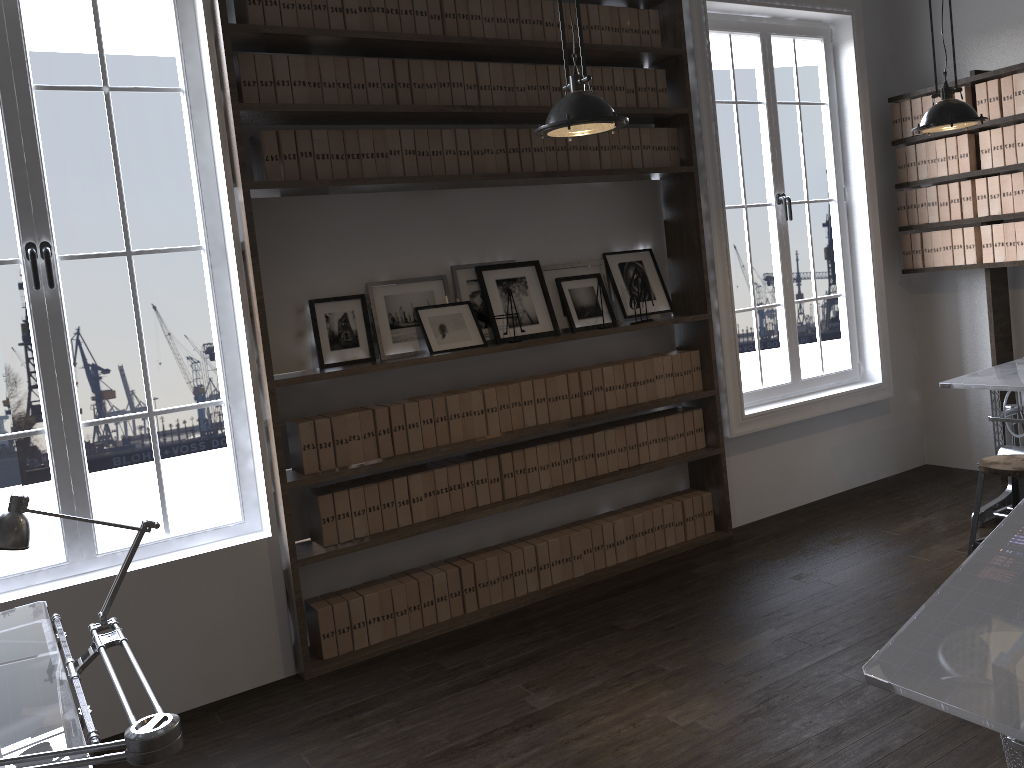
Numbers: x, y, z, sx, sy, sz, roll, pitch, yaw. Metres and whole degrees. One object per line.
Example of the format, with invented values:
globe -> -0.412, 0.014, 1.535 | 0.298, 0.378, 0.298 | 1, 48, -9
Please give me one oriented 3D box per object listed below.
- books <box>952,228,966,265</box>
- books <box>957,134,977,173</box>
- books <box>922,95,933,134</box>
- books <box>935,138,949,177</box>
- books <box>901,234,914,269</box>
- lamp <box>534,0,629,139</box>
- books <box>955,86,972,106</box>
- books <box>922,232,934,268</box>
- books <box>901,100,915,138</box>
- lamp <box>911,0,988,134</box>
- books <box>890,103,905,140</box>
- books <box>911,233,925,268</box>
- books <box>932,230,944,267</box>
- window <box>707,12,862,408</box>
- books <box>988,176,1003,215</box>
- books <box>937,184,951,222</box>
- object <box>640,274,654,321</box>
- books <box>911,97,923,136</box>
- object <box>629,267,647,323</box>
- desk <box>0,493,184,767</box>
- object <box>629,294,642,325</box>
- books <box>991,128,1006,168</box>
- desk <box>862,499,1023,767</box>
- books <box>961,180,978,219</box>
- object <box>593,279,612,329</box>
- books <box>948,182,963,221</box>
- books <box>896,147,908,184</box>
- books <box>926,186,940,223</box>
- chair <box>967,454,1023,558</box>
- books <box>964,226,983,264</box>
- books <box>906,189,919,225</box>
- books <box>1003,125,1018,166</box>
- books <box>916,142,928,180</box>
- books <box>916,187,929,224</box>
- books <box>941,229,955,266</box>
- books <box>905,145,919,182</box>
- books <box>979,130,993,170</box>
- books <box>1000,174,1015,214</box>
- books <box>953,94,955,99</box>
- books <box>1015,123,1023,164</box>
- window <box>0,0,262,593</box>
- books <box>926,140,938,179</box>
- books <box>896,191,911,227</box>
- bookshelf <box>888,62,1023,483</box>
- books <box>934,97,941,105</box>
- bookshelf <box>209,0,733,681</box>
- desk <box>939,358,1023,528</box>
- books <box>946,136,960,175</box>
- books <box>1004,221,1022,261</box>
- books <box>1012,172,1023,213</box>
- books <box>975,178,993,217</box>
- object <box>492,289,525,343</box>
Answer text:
books -> 2.781, -0.843, 5.418 | 0.175, 0.225, 0.067 | -9, 5, -31
books -> 2.764, -1.385, 5.323 | 0.175, 0.225, 0.067 | -9, 5, -31
books -> 2.628, -1.668, 5.481 | 0.175, 0.225, 0.067 | -9, 5, -31
books -> 2.687, -1.390, 5.438 | 0.175, 0.225, 0.067 | -9, 5, -31
books -> 2.603, -0.859, 5.720 | 0.175, 0.225, 0.067 | -9, 5, -31
lamp -> 0.107, -1.951, 2.852 | 0.310, 2.245, 0.314 | -3, 5, 38
books -> 2.735, -1.659, 5.298 | 0.175, 0.225, 0.067 | -9, 5, -31
books -> 2.681, -0.852, 5.593 | 0.175, 0.225, 0.067 | -9, 5, -31
books -> 2.547, -1.673, 5.598 | 0.175, 0.225, 0.067 | -9, 5, -31
lamp -> 1.845, -2.267, 3.913 | 0.310, 2.245, 0.314 | -3, 5, 38
books -> 2.509, -1.676, 5.660 | 0.175, 0.225, 0.067 | -9, 5, -31
books -> 2.638, -0.855, 5.653 | 0.175, 0.225, 0.067 | -9, 5, -31
books -> 2.714, -0.849, 5.536 | 0.175, 0.225, 0.067 | -9, 5, -31
window -> 1.613, -1.041, 5.343 | 1.249, 2.301, 0.153 | -9, 5, -31
books -> 2.880, -1.107, 5.196 | 0.175, 0.225, 0.067 | -9, 5, -31
books -> 2.717, -1.121, 5.468 | 0.175, 0.225, 0.067 | -9, 5, -31
object -> 0.715, -0.461, 4.752 | 0.111, 0.261, 0.040 | -9, 5, -31
books -> 2.588, -1.671, 5.538 | 0.175, 0.225, 0.067 | -9, 5, -31
object -> 0.669, -0.470, 4.691 | 0.118, 0.303, 0.040 | -9, 4, -31
desk -> -1.268, 0.891, 1.844 | 1.175, 1.185, 1.269 | -9, 6, -31
object -> 0.644, -0.391, 4.634 | 0.066, 0.165, 0.040 | -9, 5, -31
books -> 2.868, -1.370, 5.143 | 0.175, 0.225, 0.067 | -9, 5, -31
desk -> 1.685, 0.516, 1.411 | 1.080, 1.381, 2.281 | -9, 7, -31
books -> 2.795, -1.115, 5.341 | 0.175, 0.225, 0.067 | -9, 5, -31
object -> 0.462, -0.409, 4.554 | 0.124, 0.259, 0.040 | -9, 5, -31
books -> 2.751, -1.117, 5.401 | 0.175, 0.225, 0.067 | -9, 5, -31
books -> 2.549, -1.403, 5.673 | 0.175, 0.225, 0.067 | -9, 5, -31
books -> 2.676, -1.124, 5.526 | 0.175, 0.225, 0.067 | -9, 5, -31
chair -> 2.250, 0.602, 3.898 | 0.359, 0.526, 0.372 | -8, 5, -23
books -> 2.821, -0.841, 5.358 | 0.175, 0.225, 0.067 | -9, 5, -31
books -> 2.605, -1.130, 5.649 | 0.175, 0.225, 0.067 | -9, 5, -31
books -> 2.906, -1.367, 5.081 | 0.175, 0.225, 0.067 | -9, 5, -31
books -> 2.622, -1.396, 5.550 | 0.175, 0.225, 0.067 | -9, 5, -31
books -> 2.642, -1.127, 5.589 | 0.175, 0.225, 0.067 | -9, 5, -31
books -> 2.743, -0.846, 5.480 | 0.175, 0.225, 0.067 | -9, 5, -31
books -> 2.582, -1.399, 5.611 | 0.175, 0.225, 0.067 | -9, 5, -31
books -> 2.833, -1.374, 5.207 | 0.175, 0.225, 0.067 | -9, 5, -31
books -> 2.919, -1.105, 5.139 | 0.175, 0.225, 0.067 | -9, 5, -31
books -> 2.696, -1.662, 5.358 | 0.175, 0.225, 0.067 | -9, 5, -31
books -> 2.943, -1.365, 5.030 | 0.175, 0.225, 0.067 | -9, 5, -31
window -> -1.800, -0.427, 3.390 | 1.488, 2.489, 0.153 | -9, 5, -31
books -> 2.656, -1.394, 5.497 | 0.175, 0.225, 0.067 | -9, 5, -31
books -> 2.565, -1.132, 5.704 | 0.175, 0.225, 0.067 | -9, 5, -31
bookshelf -> 5.115, -0.113, 1.919 | 0.375, 3.195, 9.183 | -9, 7, -31
books -> 2.662, -1.665, 5.420 | 0.175, 0.225, 0.067 | -9, 5, -31
bookshelf -> -0.042, -0.095, 4.410 | 2.482, 3.710, 0.412 | -9, 5, -31
desk -> 3.051, 0.158, 4.425 | 1.075, 1.094, 1.269 | -9, 6, -31
books -> 2.727, -1.388, 5.383 | 0.175, 0.225, 0.067 | -9, 5, -31
books -> 2.948, -0.831, 5.155 | 0.175, 0.225, 0.067 | -9, 5, -31
books -> 2.954, -1.102, 5.078 | 0.175, 0.225, 0.067 | -9, 5, -31
books -> 2.839, -1.110, 5.256 | 0.175, 0.225, 0.067 | -9, 5, -31
object -> -0.020, -0.321, 4.243 | 0.175, 0.259, 0.040 | -9, 5, -31
